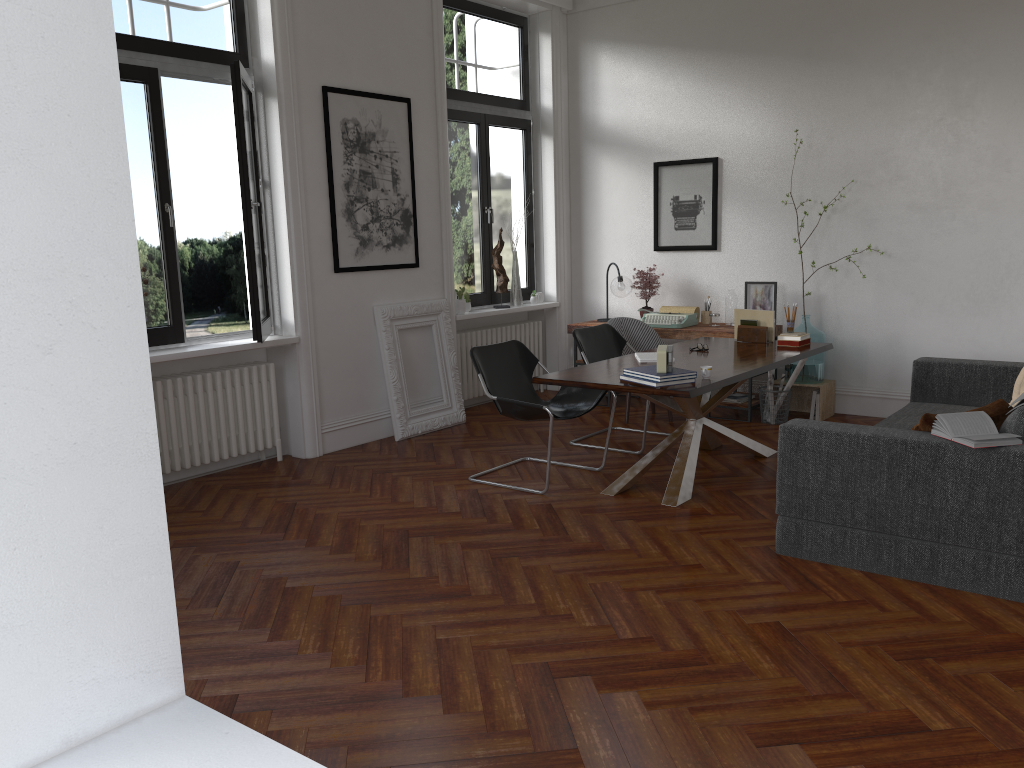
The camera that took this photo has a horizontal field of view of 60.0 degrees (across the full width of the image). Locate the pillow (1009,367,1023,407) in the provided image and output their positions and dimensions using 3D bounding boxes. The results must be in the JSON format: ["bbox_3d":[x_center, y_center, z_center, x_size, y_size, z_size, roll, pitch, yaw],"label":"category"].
[{"bbox_3d":[3.062,0.019,5.255,0.225,0.462,0.485,6,13,37],"label":"pillow"}]

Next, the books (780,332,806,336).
[{"bbox_3d":[1.992,-0.356,6.281,0.128,0.008,0.159,6,12,39],"label":"books"}]

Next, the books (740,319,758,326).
[{"bbox_3d":[1.741,-0.394,6.506,0.128,0.158,0.040,6,13,37],"label":"books"}]

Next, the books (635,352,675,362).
[{"bbox_3d":[0.930,-0.174,5.783,0.231,0.026,0.324,-1,9,3],"label":"books"}]

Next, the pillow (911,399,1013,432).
[{"bbox_3d":[2.038,0.268,4.120,0.469,0.398,0.329,-4,10,-14],"label":"pillow"}]

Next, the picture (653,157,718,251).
[{"bbox_3d":[1.588,-1.635,8.126,0.633,0.819,0.050,6,13,37],"label":"picture"}]

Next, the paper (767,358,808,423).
[{"bbox_3d":[2.232,0.021,7.153,0.330,0.612,0.046,2,11,18],"label":"paper"}]

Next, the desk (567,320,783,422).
[{"bbox_3d":[1.428,-0.154,7.974,1.796,0.761,0.645,6,13,37],"label":"desk"}]

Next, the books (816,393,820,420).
[{"bbox_3d":[2.537,0.186,7.298,0.012,0.233,0.169,7,13,37],"label":"books"}]

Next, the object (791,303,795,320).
[{"bbox_3d":[1.996,-0.481,6.315,0.038,0.195,0.008,-7,12,-25],"label":"object"}]

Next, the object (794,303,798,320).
[{"bbox_3d":[2.005,-0.476,6.282,0.008,0.196,0.036,-10,14,-39],"label":"object"}]

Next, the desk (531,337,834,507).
[{"bbox_3d":[1.206,0.206,5.799,1.028,0.754,2.220,6,12,38],"label":"desk"}]

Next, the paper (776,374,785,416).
[{"bbox_3d":[2.204,0.111,7.324,0.126,0.390,0.026,-8,12,-29],"label":"paper"}]

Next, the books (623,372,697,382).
[{"bbox_3d":[0.817,-0.052,4.918,0.250,0.017,0.343,-6,11,-27],"label":"books"}]

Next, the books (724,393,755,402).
[{"bbox_3d":[1.909,0.114,7.541,0.267,0.014,0.196,-10,12,-40],"label":"books"}]

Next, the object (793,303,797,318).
[{"bbox_3d":[2.004,-0.479,6.307,0.044,0.195,0.008,-6,11,-21],"label":"object"}]

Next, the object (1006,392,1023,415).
[{"bbox_3d":[2.574,0.208,4.119,0.399,0.389,0.750,6,12,37],"label":"object"}]

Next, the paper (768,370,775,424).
[{"bbox_3d":[2.098,0.098,7.171,0.073,0.480,0.033,-5,11,-15],"label":"paper"}]

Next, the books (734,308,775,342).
[{"bbox_3d":[1.782,-0.433,6.521,0.309,0.240,0.043,6,13,37],"label":"books"}]

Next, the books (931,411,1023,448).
[{"bbox_3d":[1.980,0.188,3.782,0.224,0.096,0.277,-3,10,-10],"label":"books"}]

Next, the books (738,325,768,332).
[{"bbox_3d":[1.748,-0.363,6.449,0.221,0.125,0.028,6,13,37],"label":"books"}]

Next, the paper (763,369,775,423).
[{"bbox_3d":[2.136,-0.005,7.330,0.047,0.628,0.293,5,12,30],"label":"paper"}]

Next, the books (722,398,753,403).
[{"bbox_3d":[1.909,0.129,7.544,0.196,0.014,0.267,5,12,36],"label":"books"}]

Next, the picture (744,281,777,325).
[{"bbox_3d":[2.146,-0.698,7.660,0.282,0.371,0.022,6,13,37],"label":"picture"}]

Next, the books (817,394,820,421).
[{"bbox_3d":[2.548,0.187,7.290,0.012,0.233,0.169,7,13,37],"label":"books"}]

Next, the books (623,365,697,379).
[{"bbox_3d":[0.817,-0.069,4.915,0.250,0.017,0.343,-6,11,-27],"label":"books"}]

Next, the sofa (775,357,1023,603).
[{"bbox_3d":[2.565,0.318,4.922,1.260,0.832,2.638,6,12,38],"label":"sofa"}]

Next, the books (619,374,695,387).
[{"bbox_3d":[0.803,-0.030,4.924,0.264,0.027,0.346,-7,11,-27],"label":"books"}]

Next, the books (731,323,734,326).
[{"bbox_3d":[1.977,-0.513,7.621,0.213,0.031,0.128,-4,10,-14],"label":"books"}]

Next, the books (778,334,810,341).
[{"bbox_3d":[1.995,-0.334,6.269,0.164,0.029,0.207,5,12,36],"label":"books"}]

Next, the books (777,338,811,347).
[{"bbox_3d":[1.994,-0.299,6.266,0.159,0.040,0.215,6,12,39],"label":"books"}]

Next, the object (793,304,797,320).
[{"bbox_3d":[1.996,-0.472,6.271,0.008,0.194,0.049,-7,12,-28],"label":"object"}]

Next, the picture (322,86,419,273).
[{"bbox_3d":[-1.059,-1.539,6.785,0.035,1.328,0.880,7,13,37],"label":"picture"}]

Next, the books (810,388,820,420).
[{"bbox_3d":[2.517,0.170,7.321,0.054,0.258,0.187,7,13,38],"label":"books"}]

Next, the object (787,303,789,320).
[{"bbox_3d":[1.970,-0.482,6.318,0.008,0.196,0.032,-3,11,-8],"label":"object"}]
